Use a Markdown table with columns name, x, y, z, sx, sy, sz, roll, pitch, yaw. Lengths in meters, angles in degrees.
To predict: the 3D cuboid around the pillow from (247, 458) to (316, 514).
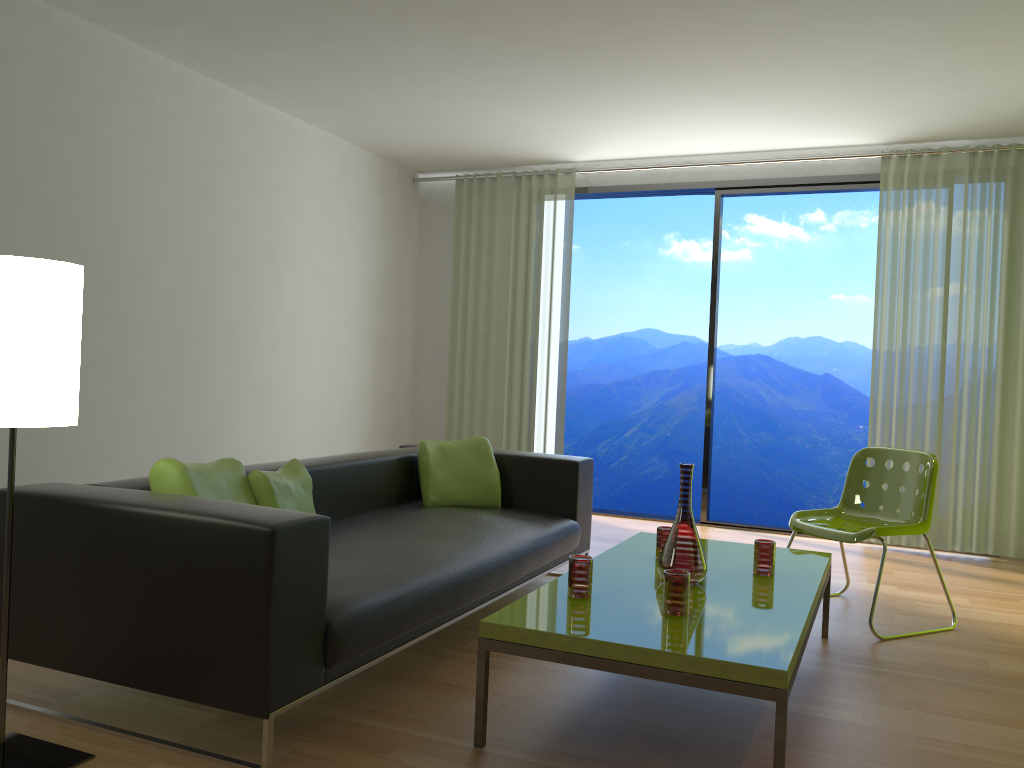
| name | x | y | z | sx | sy | sz | roll | pitch | yaw |
| --- | --- | --- | --- | --- | --- | --- | --- | --- | --- |
| pillow | -0.832 | 0.446 | 3.237 | 0.164 | 0.317 | 0.380 | 3 | 0 | 7 |

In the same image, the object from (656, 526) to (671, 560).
| name | x | y | z | sx | sy | sz | roll | pitch | yaw |
| --- | --- | --- | --- | --- | --- | --- | --- | --- | --- |
| object | 0.587 | 0.608 | 3.375 | 0.075 | 0.122 | 0.076 | 2 | 1 | -32 |

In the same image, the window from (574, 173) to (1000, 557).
| name | x | y | z | sx | sy | sz | roll | pitch | yaw |
| --- | --- | --- | --- | --- | --- | --- | --- | --- | --- |
| window | 1.661 | -0.198 | 6.379 | 3.336 | 2.498 | 0.219 | 3 | 1 | 23 |

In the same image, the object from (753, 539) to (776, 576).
| name | x | y | z | sx | sy | sz | roll | pitch | yaw |
| --- | --- | --- | --- | --- | --- | --- | --- | --- | --- |
| object | 0.905 | 0.623 | 3.179 | 0.075 | 0.122 | 0.076 | 2 | 1 | -32 |

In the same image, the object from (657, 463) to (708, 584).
| name | x | y | z | sx | sy | sz | roll | pitch | yaw |
| --- | --- | --- | --- | --- | --- | --- | --- | --- | --- |
| object | 0.583 | 0.470 | 2.997 | 0.168 | 0.400 | 0.168 | 3 | 0 | 9 |

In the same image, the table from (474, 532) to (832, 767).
| name | x | y | z | sx | sy | sz | roll | pitch | yaw |
| --- | --- | --- | --- | --- | --- | --- | --- | --- | --- |
| table | 0.605 | 0.844 | 3.031 | 0.810 | 0.349 | 1.682 | 3 | 1 | 23 |

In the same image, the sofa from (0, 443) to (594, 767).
| name | x | y | z | sx | sy | sz | roll | pitch | yaw |
| --- | --- | --- | --- | --- | --- | --- | --- | --- | --- |
| sofa | -0.534 | 0.648 | 3.539 | 1.061 | 0.639 | 2.583 | 3 | 1 | 23 |

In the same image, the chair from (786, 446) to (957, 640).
| name | x | y | z | sx | sy | sz | roll | pitch | yaw |
| --- | --- | --- | --- | --- | --- | --- | --- | --- | --- |
| chair | 1.581 | 0.672 | 4.011 | 0.546 | 0.759 | 0.640 | 2 | 1 | -28 |

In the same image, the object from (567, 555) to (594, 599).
| name | x | y | z | sx | sy | sz | roll | pitch | yaw |
| --- | --- | --- | --- | --- | --- | --- | --- | --- | --- |
| object | 0.212 | 0.597 | 2.744 | 0.075 | 0.122 | 0.076 | 2 | 1 | -32 |

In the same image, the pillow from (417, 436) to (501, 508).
| name | x | y | z | sx | sy | sz | roll | pitch | yaw |
| --- | --- | --- | --- | --- | --- | --- | --- | --- | --- |
| pillow | -0.269 | 0.441 | 4.375 | 0.399 | 0.362 | 0.269 | 2 | 1 | -18 |

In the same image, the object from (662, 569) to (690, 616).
| name | x | y | z | sx | sy | sz | roll | pitch | yaw |
| --- | --- | --- | --- | --- | --- | --- | --- | --- | --- |
| object | 0.479 | 0.610 | 2.589 | 0.076 | 0.122 | 0.075 | 2 | 0 | -11 |

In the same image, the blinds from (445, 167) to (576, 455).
| name | x | y | z | sx | sy | sz | roll | pitch | yaw |
| --- | --- | --- | --- | --- | --- | --- | --- | --- | --- |
| blinds | -0.030 | -0.357 | 6.860 | 1.012 | 2.568 | 0.067 | 3 | 1 | 23 |

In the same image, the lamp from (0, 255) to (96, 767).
| name | x | y | z | sx | sy | sz | roll | pitch | yaw |
| --- | --- | --- | --- | --- | --- | --- | --- | --- | --- |
| lamp | -1.230 | 0.323 | 2.175 | 0.302 | 1.244 | 0.295 | 3 | 1 | 23 |

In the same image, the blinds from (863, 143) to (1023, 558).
| name | x | y | z | sx | sy | sz | roll | pitch | yaw |
| --- | --- | --- | --- | --- | --- | --- | --- | --- | --- |
| blinds | 2.835 | -0.224 | 5.633 | 1.012 | 2.568 | 0.067 | 3 | 1 | 23 |

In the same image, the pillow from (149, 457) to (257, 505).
| name | x | y | z | sx | sy | sz | roll | pitch | yaw |
| --- | --- | --- | --- | --- | --- | --- | --- | --- | --- |
| pillow | -0.975 | 0.428 | 2.870 | 0.210 | 0.403 | 0.457 | 3 | 0 | 9 |
